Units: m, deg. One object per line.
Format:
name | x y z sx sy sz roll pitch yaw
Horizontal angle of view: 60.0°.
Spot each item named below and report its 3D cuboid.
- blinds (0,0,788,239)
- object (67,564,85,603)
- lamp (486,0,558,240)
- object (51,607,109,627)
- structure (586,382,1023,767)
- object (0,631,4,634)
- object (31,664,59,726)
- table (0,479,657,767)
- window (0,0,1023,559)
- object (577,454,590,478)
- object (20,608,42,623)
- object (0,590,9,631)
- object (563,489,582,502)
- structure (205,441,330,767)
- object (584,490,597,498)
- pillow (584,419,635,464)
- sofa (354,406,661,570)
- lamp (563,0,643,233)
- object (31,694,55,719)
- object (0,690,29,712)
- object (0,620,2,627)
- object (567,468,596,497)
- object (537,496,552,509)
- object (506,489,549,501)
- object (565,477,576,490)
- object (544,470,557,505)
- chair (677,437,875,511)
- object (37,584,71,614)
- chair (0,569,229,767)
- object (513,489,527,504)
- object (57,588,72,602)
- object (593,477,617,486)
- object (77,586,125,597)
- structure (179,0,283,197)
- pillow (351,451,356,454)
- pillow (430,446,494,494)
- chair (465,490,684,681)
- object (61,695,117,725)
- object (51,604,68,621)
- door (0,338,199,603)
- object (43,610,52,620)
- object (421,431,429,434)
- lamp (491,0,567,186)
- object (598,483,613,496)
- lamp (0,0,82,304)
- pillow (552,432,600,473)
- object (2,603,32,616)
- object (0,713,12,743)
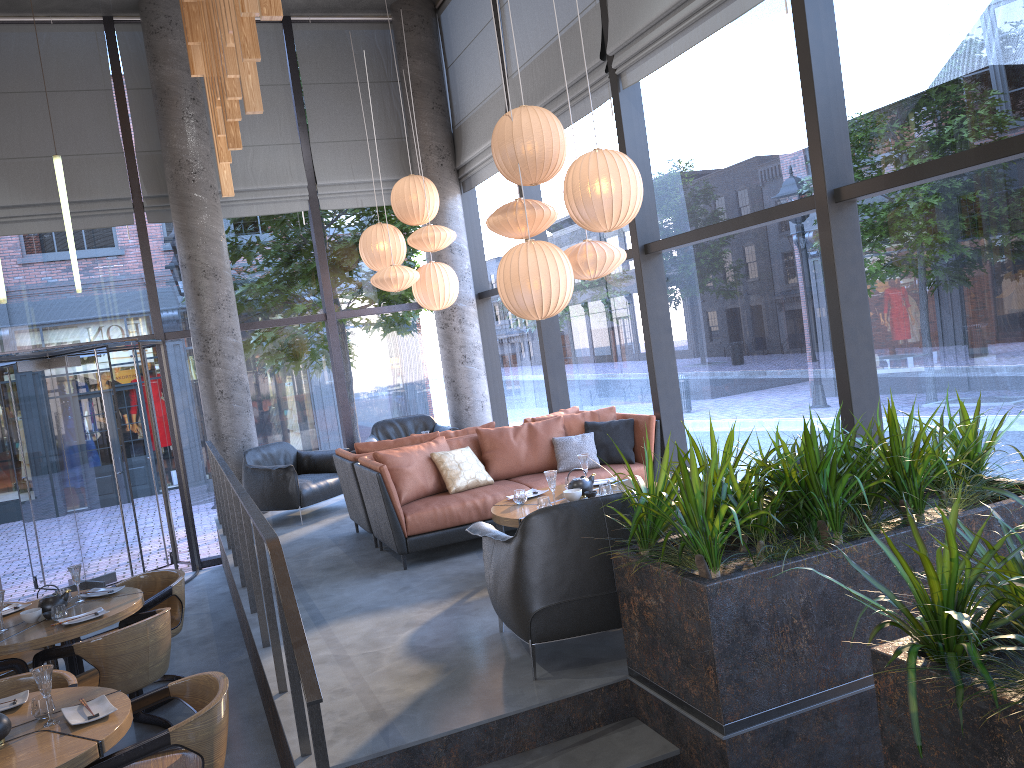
blinds | -2.904 -2.698 6.603 17.610 2.314 8.760 -7 3 23
object | -2.730 1.256 5.572 0.082 0.227 0.082 -11 4 -39
lamp | -0.075 -2.060 5.671 0.467 2.271 0.467 -6 4 32
object | -2.492 1.351 5.102 0.294 0.025 0.170 -11 4 -40
structure | -4.137 1.519 5.553 15.715 1.608 4.306 -7 3 18
object | -3.037 1.432 5.013 0.294 0.025 0.170 -6 3 27
object | -1.857 1.245 3.539 0.082 0.227 0.082 -7 3 12
table | -1.664 1.619 3.302 6.876 0.968 10.659 -9 3 -20
window | -4.147 -0.488 2.629 12.900 5.897 12.739 -9 3 -21
object | 0.483 0.575 5.816 0.082 0.227 0.082 -11 4 -39
object | -2.835 1.372 5.235 0.116 0.065 0.116 -6 4 37
object | -2.953 1.312 5.117 0.082 0.227 0.082 -8 3 0
object | 0.378 0.691 5.478 0.116 0.065 0.116 -8 3 9
structure | -5.245 0.476 1.997 9.054 4.117 11.718 -9 3 -21
object | 0.489 0.687 5.480 0.080 0.042 0.080 -10 4 -36
pillow | 0.753 0.456 6.940 0.418 0.345 0.242 -7 3 20
sofa | 0.002 0.727 6.786 2.226 0.811 0.864 -9 3 -21
lamp | -2.116 -1.980 3.050 6.999 3.124 0.468 -11 4 -40
object | -1.916 1.320 3.623 0.086 0.086 0.086 -10 4 -34
object | -2.236 1.387 3.793 0.294 0.025 0.170 -9 3 -24
object | -3.019 1.390 5.161 0.086 0.086 0.086 -10 4 -35
object | 0.430 0.618 5.610 0.163 0.179 0.168 -6 4 35
object | 0.191 0.717 5.271 0.086 0.086 0.086 -9 3 -17
object | 0.083 0.734 5.820 0.294 0.025 0.170 -11 4 -40
object | 0.389 0.659 5.838 0.086 0.086 0.086 -7 3 17
object | 0.246 0.635 5.322 0.082 0.227 0.082 -7 3 22
chair | 1.456 0.673 4.676 1.030 0.743 0.833 -10 4 -35
object | -2.783 1.299 5.366 0.163 0.179 0.168 -6 4 35
chair | -2.836 1.954 2.113 4.352 0.759 9.749 -9 3 -20
object | 0.052 0.717 5.633 0.086 0.086 0.086 -9 3 -17
object | -2.824 1.339 5.594 0.086 0.086 0.086 -7 3 17
object | 0.551 0.661 5.943 0.294 0.025 0.170 -7 3 15
object | -2.662 1.342 5.699 0.294 0.025 0.170 -7 3 15
structure | -5.292 -0.271 1.512 10.127 5.894 10.399 -9 3 -21
pillow | -1.118 0.691 7.442 0.418 0.345 0.242 -7 3 20
pillow | -0.386 0.637 6.659 0.393 0.311 0.289 -11 4 -40
chair | 0.366 0.849 4.252 1.030 0.743 0.833 -9 3 -14
object | -1.724 1.325 3.605 0.170 0.025 0.294 -10 4 -36
object | -2.641 1.337 5.174 0.086 0.086 0.086 -9 3 -12
door | -4.551 0.918 9.092 2.186 2.526 2.186 -8 3 -1
object | -2.724 1.368 5.236 0.080 0.042 0.080 -10 4 -36
object | -0.860 0.591 8.960 0.082 0.227 0.082 -7 3 18
lamp | -0.026 -2.406 5.434 0.465 2.374 0.465 -8 3 2
object | 0.572 0.656 5.418 0.086 0.086 0.086 -9 3 -17
lamp | -6.088 -4.303 0.625 8.774 10.231 8.975 -9 3 -22
pillow | 0.492 0.530 6.850 0.332 0.263 0.203 -8 3 -1
object | -3.175 1.424 5.522 0.170 0.025 0.294 -6 4 27
object | -2.028 1.300 3.414 0.163 0.179 0.168 -6 4 33
